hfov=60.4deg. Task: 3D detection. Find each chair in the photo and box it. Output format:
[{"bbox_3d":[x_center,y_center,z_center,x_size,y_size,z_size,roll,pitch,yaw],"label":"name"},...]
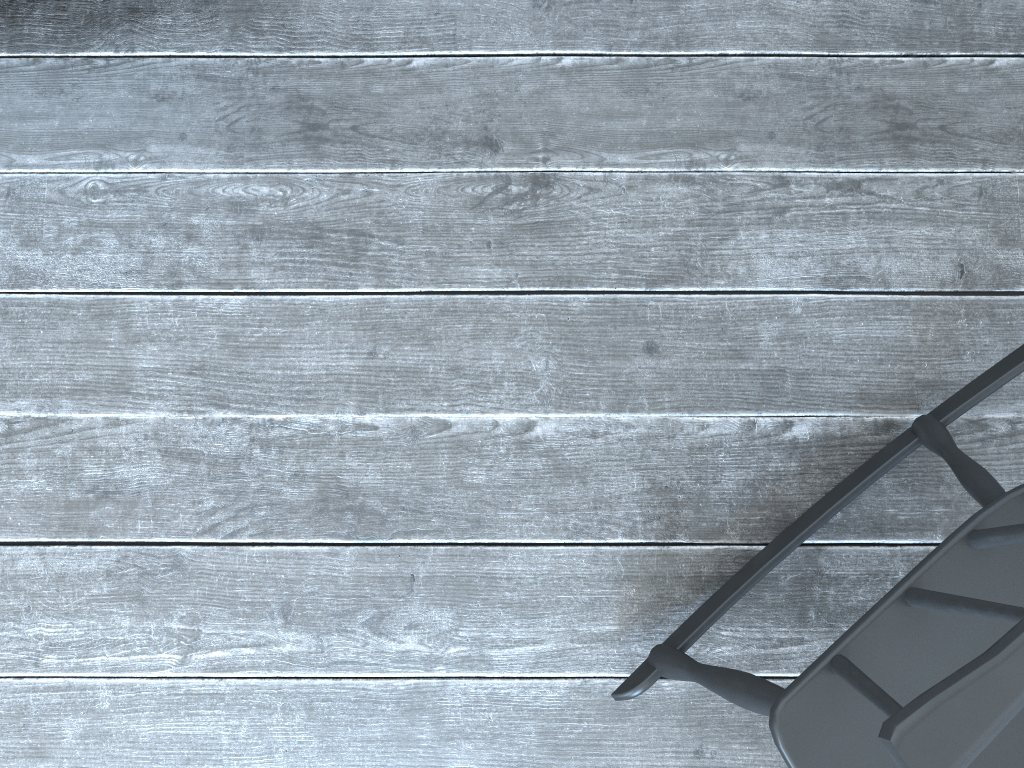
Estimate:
[{"bbox_3d":[0.632,0.267,0.693,0.615,0.997,0.911,45,88,1],"label":"chair"}]
